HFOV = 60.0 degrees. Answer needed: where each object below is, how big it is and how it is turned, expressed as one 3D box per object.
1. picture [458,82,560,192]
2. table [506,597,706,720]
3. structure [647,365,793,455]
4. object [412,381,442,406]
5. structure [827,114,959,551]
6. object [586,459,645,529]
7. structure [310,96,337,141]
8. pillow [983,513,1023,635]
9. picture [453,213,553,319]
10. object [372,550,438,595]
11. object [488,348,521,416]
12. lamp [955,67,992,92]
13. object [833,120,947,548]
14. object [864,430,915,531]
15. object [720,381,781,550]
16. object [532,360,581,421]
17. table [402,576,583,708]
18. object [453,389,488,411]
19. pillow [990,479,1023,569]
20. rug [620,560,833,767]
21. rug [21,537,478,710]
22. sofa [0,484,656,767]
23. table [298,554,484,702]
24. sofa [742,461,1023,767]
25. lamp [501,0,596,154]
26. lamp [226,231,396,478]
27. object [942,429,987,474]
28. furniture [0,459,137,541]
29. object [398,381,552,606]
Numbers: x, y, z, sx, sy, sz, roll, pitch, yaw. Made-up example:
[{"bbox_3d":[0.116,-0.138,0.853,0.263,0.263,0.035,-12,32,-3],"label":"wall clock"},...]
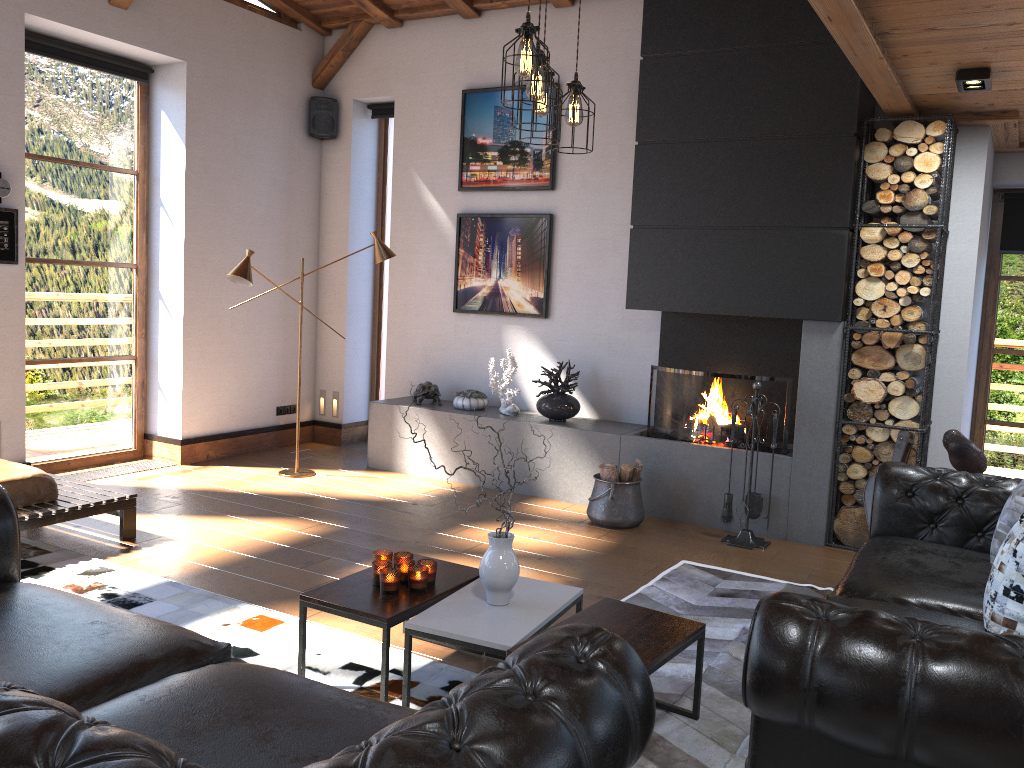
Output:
[{"bbox_3d":[-0.040,-1.948,7.047,0.871,0.815,0.036,6,6,29],"label":"picture"},{"bbox_3d":[0.325,1.017,2.979,0.396,0.350,0.658,7,7,34],"label":"table"},{"bbox_3d":[1.349,0.174,5.958,0.973,0.513,0.185,6,6,29],"label":"structure"},{"bbox_3d":[-0.685,0.073,7.226,0.228,0.182,0.403,1,6,-17],"label":"object"},{"bbox_3d":[2.367,-0.280,5.511,0.497,2.613,0.517,6,6,29],"label":"structure"},{"bbox_3d":[0.689,0.709,5.823,0.388,0.430,0.380,-1,7,-34],"label":"object"},{"bbox_3d":[-1.669,-2.349,7.841,0.211,0.349,0.216,6,6,29],"label":"structure"},{"bbox_3d":[1.616,0.560,2.712,0.280,0.468,0.534,6,7,32],"label":"pillow"},{"bbox_3d":[-0.087,-0.960,7.138,0.871,0.815,0.036,6,6,29],"label":"picture"},{"bbox_3d":[-0.422,0.717,3.411,0.248,0.081,0.300,0,6,-22],"label":"object"},{"bbox_3d":[-0.056,-0.018,6.787,0.259,0.531,0.427,3,6,-2],"label":"object"},{"bbox_3d":[2.328,-1.537,4.463,0.154,0.068,0.264,6,7,29],"label":"lamp"},{"bbox_3d":[2.365,-0.275,5.523,0.489,2.608,0.471,6,6,29],"label":"object"},{"bbox_3d":[2.247,0.663,5.280,0.266,0.794,0.265,4,5,13],"label":"object"},{"bbox_3d":[1.479,0.486,5.472,0.309,1.016,0.306,1,5,-15],"label":"object"},{"bbox_3d":[0.352,0.045,6.639,0.337,0.454,0.338,-1,7,-35],"label":"object"},{"bbox_3d":[-0.051,0.971,3.228,0.397,0.350,0.656,5,6,24],"label":"table"},{"bbox_3d":[-0.334,0.120,7.055,0.278,0.160,0.262,6,7,31],"label":"object"},{"bbox_3d":[1.958,0.514,3.306,0.280,0.468,0.534,6,7,32],"label":"pillow"},{"bbox_3d":[0.967,1.233,2.728,2.408,0.053,4.089,6,7,30],"label":"rug"},{"bbox_3d":[-2.288,1.013,3.256,3.771,0.053,2.459,6,7,30],"label":"rug"},{"bbox_3d":[-1.082,0.814,1.988,2.542,0.837,1.253,6,7,28],"label":"sofa"},{"bbox_3d":[-0.441,0.932,3.415,0.396,0.350,0.657,6,7,29],"label":"table"},{"bbox_3d":[1.658,0.851,2.936,1.228,0.837,2.594,6,7,29],"label":"sofa"},{"bbox_3d":[0.171,-2.112,3.585,0.259,2.198,0.810,5,6,21],"label":"lamp"},{"bbox_3d":[-1.571,-0.240,6.685,1.338,1.896,0.522,-2,7,-40],"label":"lamp"},{"bbox_3d":[2.237,0.385,4.368,0.250,0.318,0.148,1,6,-20],"label":"object"},{"bbox_3d":[-3.296,0.687,4.031,1.164,0.436,2.790,6,7,29],"label":"furniture"},{"bbox_3d":[-0.071,0.394,3.172,0.402,0.807,0.627,7,7,40],"label":"object"}]
